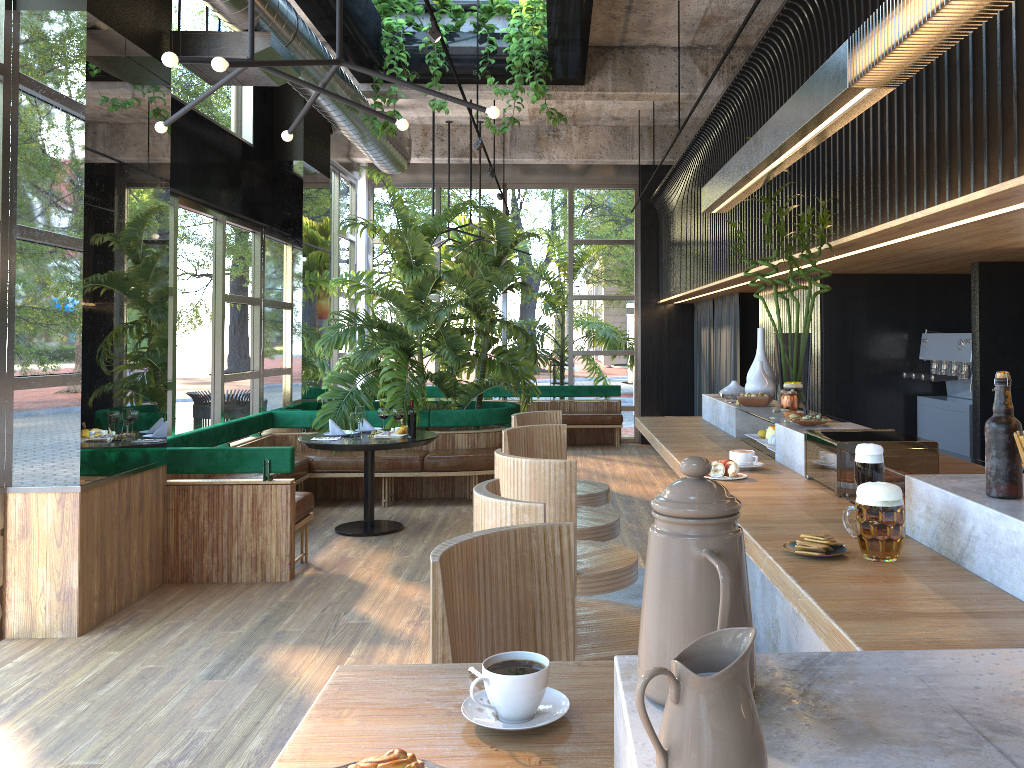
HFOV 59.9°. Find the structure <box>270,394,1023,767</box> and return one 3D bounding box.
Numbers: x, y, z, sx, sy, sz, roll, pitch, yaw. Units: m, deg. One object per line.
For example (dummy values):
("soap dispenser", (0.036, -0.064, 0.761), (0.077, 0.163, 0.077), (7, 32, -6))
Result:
("structure", (2.694, 0.572, 2.092), (5.859, 1.729, 7.121), (0, 3, 1))

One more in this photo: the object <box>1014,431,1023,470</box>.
("object", (1.067, 0.175, 1.782), (0.103, 0.161, 0.107), (0, 0, 35))

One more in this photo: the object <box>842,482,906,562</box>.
("object", (0.832, 0.308, 2.025), (0.112, 0.172, 0.136), (0, 0, -5))

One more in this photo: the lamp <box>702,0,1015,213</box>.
("lamp", (2.319, -1.951, 2.291), (5.025, 2.131, 6.690), (0, 3, -5))

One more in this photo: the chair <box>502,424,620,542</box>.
("chair", (0.229, 0.699, 4.140), (0.568, 0.969, 0.526), (0, 0, -25))

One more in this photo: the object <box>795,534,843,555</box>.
("object", (0.708, 0.371, 2.064), (0.093, 0.041, 0.148), (1, 3, 34))

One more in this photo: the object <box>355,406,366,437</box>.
("object", (-1.216, 0.301, 7.114), (0.095, 0.245, 0.090), (0, -1, -17))

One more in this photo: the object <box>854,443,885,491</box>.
("object", (0.905, 0.266, 2.247), (0.071, 0.232, 0.078), (-1, -1, 33))

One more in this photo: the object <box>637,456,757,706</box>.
("object", (0.179, 0.189, 0.893), (0.123, 0.234, 0.206), (0, 0, -31))

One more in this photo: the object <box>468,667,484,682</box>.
("object", (-0.037, 0.422, 1.269), (0.030, 0.027, 0.131), (0, 3, -20))

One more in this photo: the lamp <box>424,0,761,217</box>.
("lamp", (-0.231, -2.528, 7.446), (3.803, 1.530, 10.008), (0, 3, 0))

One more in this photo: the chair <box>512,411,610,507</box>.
("chair", (0.272, 0.656, 4.949), (0.539, 0.969, 0.555), (0, 0, 11))

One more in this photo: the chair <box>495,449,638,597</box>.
("chair", (0.208, 0.739, 3.391), (0.529, 0.969, 0.566), (0, 0, 24))

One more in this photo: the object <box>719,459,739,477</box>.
("object", (0.773, 0.300, 3.183), (0.073, 0.060, 0.126), (-1, 2, -30))

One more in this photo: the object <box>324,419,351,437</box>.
("object", (-1.408, 0.355, 7.205), (0.239, 0.139, 0.227), (-1, 2, -16))

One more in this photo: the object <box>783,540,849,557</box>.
("object", (0.705, 0.386, 2.062), (0.156, 0.013, 0.144), (-2, 3, -28))

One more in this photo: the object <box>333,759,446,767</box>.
("object", (-0.144, 0.448, 0.931), (0.197, 0.013, 0.215), (2, 4, 36))

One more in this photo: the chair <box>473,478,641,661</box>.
("chair", (0.163, 0.783, 2.576), (0.573, 0.969, 0.521), (0, -1, -39))

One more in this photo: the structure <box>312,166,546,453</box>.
("structure", (-0.869, -0.615, 9.546), (2.490, 3.437, 2.607), (0, 0, -15))

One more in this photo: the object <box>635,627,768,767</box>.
("object", (0.148, 0.257, 0.691), (0.099, 0.119, 0.088), (0, 0, 9))

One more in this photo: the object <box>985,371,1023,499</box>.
("object", (1.080, 0.109, 1.951), (0.071, 0.276, 0.078), (-1, -1, 36))

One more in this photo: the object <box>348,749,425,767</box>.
("object", (-0.140, 0.429, 0.924), (0.155, 0.052, 0.161), (2, 4, 45))

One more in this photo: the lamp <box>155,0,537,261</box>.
("lamp", (0.555, -2.142, 3.192), (5.095, 1.822, 18.896), (0, 3, 3))

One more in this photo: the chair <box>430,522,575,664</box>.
("chair", (0.110, 0.825, 1.806), (0.573, 0.969, 0.521), (0, -1, -43))

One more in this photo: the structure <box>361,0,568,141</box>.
("structure", (-0.298, -2.967, 8.180), (2.088, 1.516, 1.469), (1, 1, 29))

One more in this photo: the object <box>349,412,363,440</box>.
("object", (-1.217, 0.329, 6.946), (0.101, 0.209, 0.110), (0, -1, 35))

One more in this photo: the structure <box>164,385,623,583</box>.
("structure", (0.336, 0.627, 2.877), (6.041, 1.548, 20.106), (0, 3, 2))

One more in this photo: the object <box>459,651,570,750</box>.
("object", (-0.095, 0.411, 1.068), (0.174, 0.073, 0.435), (2, 3, 36))

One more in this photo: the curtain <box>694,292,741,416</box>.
("curtain", (2.522, -0.080, 11.097), (0.122, 2.057, 3.273), (0, 2, 3))

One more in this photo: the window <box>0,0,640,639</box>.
("window", (-0.779, -1.846, 2.887), (4.147, 6.489, 20.354), (0, 3, 3))

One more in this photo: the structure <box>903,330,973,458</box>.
("structure", (3.126, 0.413, 6.199), (0.551, 1.594, 0.837), (0, -1, 1))
